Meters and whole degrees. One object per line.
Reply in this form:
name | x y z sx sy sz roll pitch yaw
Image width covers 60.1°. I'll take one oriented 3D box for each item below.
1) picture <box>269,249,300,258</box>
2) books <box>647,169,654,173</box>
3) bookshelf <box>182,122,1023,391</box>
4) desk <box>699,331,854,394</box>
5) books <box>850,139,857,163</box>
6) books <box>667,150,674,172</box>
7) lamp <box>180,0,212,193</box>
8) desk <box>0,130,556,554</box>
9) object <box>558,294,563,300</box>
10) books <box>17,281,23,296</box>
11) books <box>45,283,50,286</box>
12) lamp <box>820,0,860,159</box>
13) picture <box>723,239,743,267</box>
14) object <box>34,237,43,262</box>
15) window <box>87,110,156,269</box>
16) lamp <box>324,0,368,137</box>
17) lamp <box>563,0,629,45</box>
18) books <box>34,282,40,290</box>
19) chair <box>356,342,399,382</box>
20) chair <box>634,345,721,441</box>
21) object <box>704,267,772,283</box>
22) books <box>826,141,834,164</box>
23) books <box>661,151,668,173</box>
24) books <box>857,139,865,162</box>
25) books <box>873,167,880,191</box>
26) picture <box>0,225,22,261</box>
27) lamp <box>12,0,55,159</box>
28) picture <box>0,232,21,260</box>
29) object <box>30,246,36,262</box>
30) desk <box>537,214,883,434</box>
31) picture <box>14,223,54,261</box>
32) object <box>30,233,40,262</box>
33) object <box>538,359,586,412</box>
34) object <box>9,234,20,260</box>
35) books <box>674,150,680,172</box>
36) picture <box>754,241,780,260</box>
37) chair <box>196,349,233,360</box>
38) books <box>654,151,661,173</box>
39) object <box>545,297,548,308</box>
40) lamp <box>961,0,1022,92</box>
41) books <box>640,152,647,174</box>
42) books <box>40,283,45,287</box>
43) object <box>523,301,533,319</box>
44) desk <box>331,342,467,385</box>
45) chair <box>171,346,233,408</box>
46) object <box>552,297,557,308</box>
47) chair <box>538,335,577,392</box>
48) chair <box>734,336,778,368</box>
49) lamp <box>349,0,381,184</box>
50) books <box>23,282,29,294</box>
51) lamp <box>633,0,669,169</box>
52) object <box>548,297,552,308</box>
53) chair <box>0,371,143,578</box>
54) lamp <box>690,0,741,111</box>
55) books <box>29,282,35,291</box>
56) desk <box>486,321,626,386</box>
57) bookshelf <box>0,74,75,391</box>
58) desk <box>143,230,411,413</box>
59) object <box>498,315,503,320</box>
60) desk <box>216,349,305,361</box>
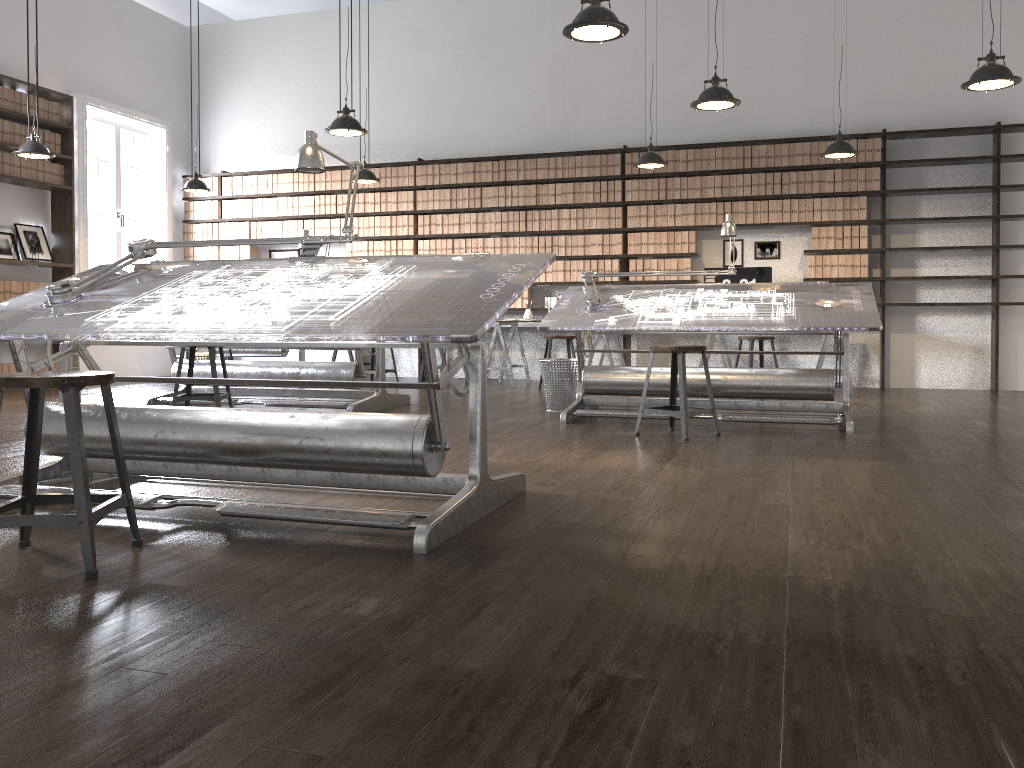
picture | -2.736 -1.332 10.671 0.415 0.574 0.040 1 1 18
books | 1.436 -2.269 9.140 0.067 0.225 0.175 0 2 18
bookshelf | 0.405 -0.904 9.592 9.177 3.204 0.374 1 1 18
desk | 2.474 -0.273 8.447 1.668 0.669 0.657 1 3 18
books | 3.287 -2.230 8.547 0.067 0.225 0.175 0 2 18
books | 1.635 -2.265 9.075 0.067 0.225 0.175 0 2 18
lamp | -3.290 -3.134 9.193 0.311 2.250 0.313 0 1 -2
desk | -0.920 -0.260 3.271 2.069 1.385 1.078 1 2 18
object | 0.541 -0.886 9.490 0.095 0.161 0.094 0 2 14
books | -4.902 -0.892 8.704 0.174 0.225 0.067 1 2 18
books | -4.795 -0.915 9.021 0.174 0.225 0.067 1 2 18
lamp | 2.695 -3.005 7.270 0.311 2.250 0.313 1 2 43
picture | 2.266 -1.338 9.069 0.201 0.284 0.022 1 1 17
object | -4.766 -1.346 8.910 0.040 0.261 0.111 0 2 18
window | -4.450 -1.832 9.992 0.153 2.307 1.246 0 2 18
lamp | -1.197 -2.934 6.362 0.311 2.250 0.313 1 1 38
lamp | 0.392 -2.772 4.154 0.311 2.263 0.313 1 2 43
books | -4.838 -0.907 8.898 0.174 0.225 0.067 1 2 18
chair | -1.405 -0.243 9.127 0.372 0.527 0.359 1 2 26
chair | 0.954 0.042 5.094 0.358 0.527 0.372 -2 3 -44
object | 2.206 -0.878 8.655 0.643 0.517 0.204 1 2 18
books | 3.089 -2.234 8.609 0.067 0.225 0.175 0 2 18
books | 1.572 -2.267 9.101 0.067 0.225 0.175 0 2 18
books | 3.359 -2.228 8.525 0.067 0.225 0.175 0 2 18
books | 3.484 -1.948 8.488 0.067 0.225 0.175 0 2 18
picture | -4.997 -1.375 8.633 0.095 0.360 0.434 0 3 18
lamp | -3.924 -2.993 7.240 0.311 2.250 0.313 0 1 -2
picture | -4.954 -1.341 8.633 0.127 0.290 0.290 0 3 18
object | -4.745 -1.288 8.768 0.040 0.165 0.066 0 2 18
desk | 1.306 -0.452 5.902 2.069 1.385 1.078 1 2 18
picture | -4.852 -1.435 8.990 0.161 0.364 0.343 0 3 18
object | -4.761 -1.362 8.835 0.040 0.304 0.118 0 2 18
object | 0.365 0.009 6.515 0.353 0.377 0.353 2 3 39
object | -4.830 -1.322 8.593 0.040 0.260 0.124 0 2 18
books | 1.700 -2.264 9.059 0.067 0.225 0.175 0 2 18
picture | 2.584 -1.351 8.965 0.251 0.183 0.023 1 1 18
chair | -3.088 -0.242 9.154 0.372 0.527 0.359 1 2 26
books | 1.505 -2.268 9.123 0.067 0.225 0.175 0 2 18
object | 0.384 -0.873 9.539 0.062 0.119 0.062 -1 2 -31
lamp | 2.761 -2.849 5.087 0.311 2.250 0.313 0 1 -2
books | 1.370 -2.271 9.167 0.067 0.225 0.175 0 2 18
books | -4.817 -0.911 8.958 0.174 0.225 0.067 1 2 18
object | 0.174 -0.776 9.410 0.101 0.209 0.101 -1 2 -27
desk | -1.243 -0.353 9.644 1.668 0.669 0.657 1 3 18
chair | -2.125 -0.023 6.078 0.358 0.527 0.372 0 2 -4
object | 0.453 -0.865 9.420 0.062 0.119 0.062 -1 2 -22
chair | 0.453 -0.198 8.456 0.371 0.527 0.359 0 2 -9
chair | 2.185 -0.162 7.925 0.358 0.527 0.372 -1 2 -14
lamp | -1.435 -3.094 8.600 0.311 2.250 0.313 0 1 -2
books | -4.881 -0.897 8.771 0.174 0.225 0.067 1 2 18
lamp | 1.216 -3.037 7.746 0.311 2.250 0.313 1 2 43
object | 0.414 -0.869 9.479 0.063 0.118 0.062 -1 2 -31
chair | -1.264 0.235 2.449 0.358 0.527 0.372 0 2 -4
lamp | 1.282 -2.881 5.563 0.311 2.250 0.313 1 2 43
books | -4.854 -0.902 8.834 0.174 0.225 0.067 1 2 18
desk | 0.436 -0.317 9.103 1.668 0.669 0.657 1 3 18
bookshelf | -5.130 -1.048 8.127 0.412 3.719 2.477 0 2 18
desk | -1.885 -0.521 6.929 2.280 1.385 1.078 1 2 18
object | -0.217 -0.751 9.407 0.204 0.160 0.284 1 4 18
desk | -2.809 -0.603 10.112 1.269 1.096 1.073 1 3 18
